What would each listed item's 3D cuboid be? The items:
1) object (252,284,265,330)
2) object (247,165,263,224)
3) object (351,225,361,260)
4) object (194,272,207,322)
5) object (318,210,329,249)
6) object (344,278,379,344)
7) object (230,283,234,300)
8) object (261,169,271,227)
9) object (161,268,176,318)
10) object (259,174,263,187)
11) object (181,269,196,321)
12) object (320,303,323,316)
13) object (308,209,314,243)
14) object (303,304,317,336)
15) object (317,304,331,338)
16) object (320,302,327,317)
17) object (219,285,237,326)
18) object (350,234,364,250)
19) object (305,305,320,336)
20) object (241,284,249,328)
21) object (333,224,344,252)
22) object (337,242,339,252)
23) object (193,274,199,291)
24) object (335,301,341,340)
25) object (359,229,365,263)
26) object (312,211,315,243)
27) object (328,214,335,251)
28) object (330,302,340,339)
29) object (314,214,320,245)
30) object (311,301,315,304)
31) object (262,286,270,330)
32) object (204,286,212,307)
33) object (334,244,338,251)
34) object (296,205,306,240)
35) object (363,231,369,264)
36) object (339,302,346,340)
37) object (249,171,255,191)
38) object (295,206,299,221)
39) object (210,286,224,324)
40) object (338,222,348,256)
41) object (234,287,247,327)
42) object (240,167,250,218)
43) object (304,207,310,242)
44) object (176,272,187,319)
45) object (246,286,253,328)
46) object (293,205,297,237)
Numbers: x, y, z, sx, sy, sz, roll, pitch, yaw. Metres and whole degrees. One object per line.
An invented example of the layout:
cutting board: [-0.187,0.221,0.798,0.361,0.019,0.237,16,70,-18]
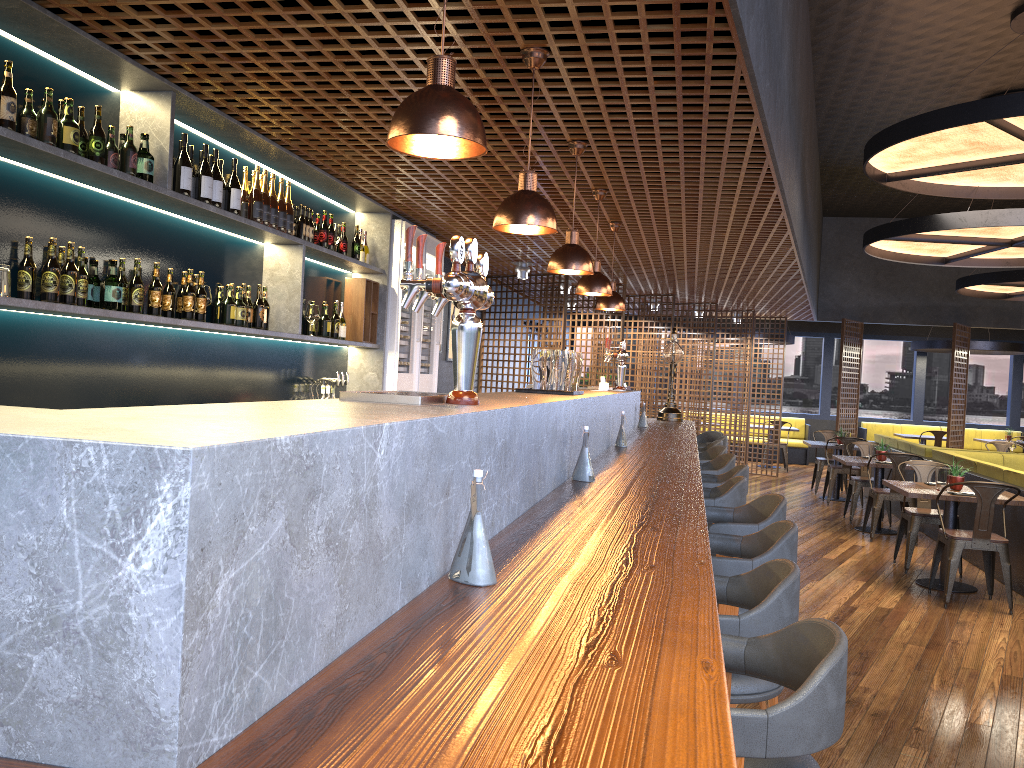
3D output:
object: [-1.425,-0.433,4.988,0.063,0.254,0.063,3,1,4]
object: [-1.425,-1.052,4.939,0.084,0.330,0.084,3,1,18]
object: [-1.116,-1.011,6.356,0.063,0.254,0.063,4,1,39]
object: [-1.561,-0.435,4.443,0.063,0.254,0.063,3,1,-41]
object: [-1.235,-1.012,5.828,0.063,0.254,0.063,3,1,9]
object: [-1.141,-0.548,6.708,0.161,0.475,0.300,3,1,11]
object: [-1.597,-0.444,5.039,0.063,0.254,0.063,4,1,39]
object: [-1.408,-1.052,5.031,0.084,0.330,0.084,3,1,18]
object: [-1.689,-0.441,4.368,0.063,0.254,0.063,3,1,-1]
object: [-1.470,-1.057,5.175,0.084,0.330,0.084,3,1,18]
object: [-1.581,-0.435,4.344,0.063,0.254,0.063,3,1,-16]
object: [-1.322,-0.440,6.203,0.063,0.254,0.063,3,1,19]
object: [-1.286,-0.999,5.631,0.056,0.227,0.056,3,1,-2]
object: [-1.358,-0.425,5.970,0.088,0.224,0.088,3,1,6]
object: [-1.253,-0.419,5.933,0.088,0.224,0.088,3,1,-19]
object: [-1.289,-0.437,6.076,0.063,0.254,0.063,4,1,39]
object: [-1.529,-0.422,4.778,0.088,0.224,0.088,3,1,-19]
object: [-1.133,-0.990,6.485,0.097,0.206,0.097,3,1,-20]
object: [-1.307,-0.412,5.799,0.097,0.206,0.097,3,1,-20]
object: [-1.520,-0.439,5.006,0.063,0.254,0.063,4,1,39]
object: [-1.200,-0.989,6.071,0.097,0.206,0.097,3,1,-20]
object: [-1.218,-1.016,6.361,0.063,0.254,0.063,3,1,-26]
object: [-1.648,-0.442,4.609,0.063,0.254,0.063,3,1,-31]
object: [-1.255,-0.453,6.322,0.079,0.281,0.079,3,1,-15]
object: [-1.147,-1.029,6.689,0.079,0.281,0.079,3,1,20]
object: [-1.332,-1.017,5.853,0.063,0.254,0.063,3,1,-26]
object: [-1.218,-1.012,5.949,0.063,0.254,0.063,3,1,-16]
object: [-1.210,-0.433,6.066,0.063,0.254,0.063,3,1,14]
object: [-1.311,-1.017,5.966,0.063,0.254,0.063,3,1,-1]
object: [-1.372,-0.442,6.084,0.063,0.254,0.063,3,1,-26]
object: [-1.426,-0.435,5.103,0.063,0.254,0.063,3,1,19]
object: [-1.652,-0.420,4.725,0.097,0.206,0.097,4,1,43]
object: [-1.265,-1.020,6.454,0.063,0.254,0.063,3,1,19]
object: [-1.310,-0.999,5.511,0.056,0.227,0.056,3,1,-27]
object: [-1.128,-1.029,6.782,0.079,0.281,0.079,3,1,-20]
object: [-1.236,-0.453,6.414,0.079,0.281,0.079,3,1,5]
object: [-1.486,-1.057,5.082,0.084,0.330,0.084,3,1,18]
object: [-1.358,-1.002,5.581,0.056,0.227,0.056,3,1,-27]
object: [-1.619,-0.428,4.906,0.088,0.224,0.088,3,1,6]
object: [-1.194,-1.014,6.275,0.063,0.254,0.063,3,1,-36]
object: [-1.508,-0.422,4.883,0.088,0.224,0.088,3,1,26]
object: [-1.507,-1.057,4.990,0.084,0.330,0.084,3,1,18]
object: [-1.298,-0.999,5.570,0.056,0.227,0.056,3,1,-12]
object: [-1.664,-0.441,4.491,0.063,0.254,0.063,3,1,-16]
object: [-1.529,-0.441,5.133,0.063,0.254,0.063,3,1,-16]
object: [-1.370,-1.002,5.523,0.056,0.227,0.056,3,1,13]
